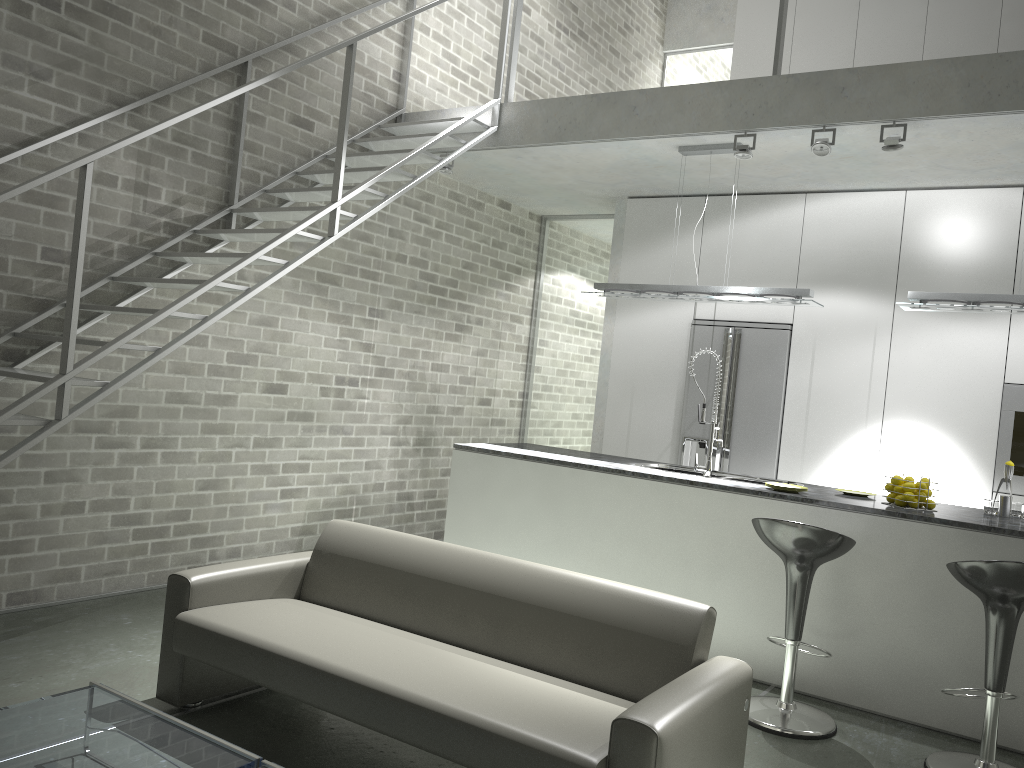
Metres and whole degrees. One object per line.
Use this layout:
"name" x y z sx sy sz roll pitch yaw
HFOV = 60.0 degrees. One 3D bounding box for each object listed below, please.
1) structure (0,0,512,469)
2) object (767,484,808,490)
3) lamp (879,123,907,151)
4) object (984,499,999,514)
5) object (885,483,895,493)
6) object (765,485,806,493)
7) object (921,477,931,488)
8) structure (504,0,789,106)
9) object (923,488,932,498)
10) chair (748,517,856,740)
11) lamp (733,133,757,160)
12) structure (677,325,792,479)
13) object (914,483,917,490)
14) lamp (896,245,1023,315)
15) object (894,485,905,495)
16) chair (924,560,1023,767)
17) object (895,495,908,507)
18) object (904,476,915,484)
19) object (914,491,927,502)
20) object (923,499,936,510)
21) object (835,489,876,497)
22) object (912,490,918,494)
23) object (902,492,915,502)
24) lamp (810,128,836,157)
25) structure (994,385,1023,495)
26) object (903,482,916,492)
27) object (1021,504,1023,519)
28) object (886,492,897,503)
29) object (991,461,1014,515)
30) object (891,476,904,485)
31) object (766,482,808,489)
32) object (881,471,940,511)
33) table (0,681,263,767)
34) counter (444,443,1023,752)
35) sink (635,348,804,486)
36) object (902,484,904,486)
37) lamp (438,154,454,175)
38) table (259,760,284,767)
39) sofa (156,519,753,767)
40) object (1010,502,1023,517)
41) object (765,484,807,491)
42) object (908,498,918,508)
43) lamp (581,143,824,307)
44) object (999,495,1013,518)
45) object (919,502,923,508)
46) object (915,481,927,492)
"structure" -1.739 -0.904 4.495 0.902 4.246 4.345 6 0 33
"object" 1.454 0.550 4.700 0.217 0.017 0.216 6 0 -25
"lamp" 2.035 -1.309 4.736 0.115 0.151 0.115 6 0 -14
"object" 2.490 0.638 4.605 0.064 0.070 0.063 6 0 -19
"object" 1.949 0.535 4.559 0.053 0.051 0.063 6 0 -8
"object" 1.453 0.559 4.700 0.217 0.017 0.216 6 0 -25
"object" 2.097 0.505 4.502 0.050 0.060 0.059 6 0 22
"structure" 2.335 -2.141 4.591 5.560 0.972 0.070 6 0 33
"object" 2.093 0.554 4.482 0.061 0.054 0.053 6 0 -21
"chair" 1.289 1.070 4.037 0.464 0.931 0.457 6 0 -43
"lamp" 1.352 -1.387 5.162 0.109 0.136 0.109 6 0 -15
"structure" 1.620 0.529 6.641 0.743 1.900 0.160 6 0 33
"object" 2.061 0.531 4.522 0.055 0.051 0.061 6 0 17
"lamp" 2.823 -0.838 4.508 1.490 0.964 0.290 6 0 33
"object" 1.969 0.539 4.501 0.062 0.053 0.052 6 0 -5
"chair" 1.956 1.139 3.566 0.457 0.931 0.464 6 0 14
"object" 1.972 0.591 4.484 0.064 0.063 0.074 6 0 43
"object" 2.022 0.496 4.514 0.051 0.053 0.063 6 0 24
"object" 2.045 0.564 4.446 0.061 0.055 0.051 6 0 2
"object" 2.098 0.605 4.458 0.062 0.052 0.053 6 0 -28
"object" 1.897 0.604 4.896 0.217 0.017 0.216 6 0 -32
"object" 2.031 0.559 4.473 0.051 0.053 0.062 6 0 31
"object" 1.978 0.564 4.428 0.061 0.054 0.052 6 0 0
"lamp" 1.720 -1.341 4.914 0.115 0.151 0.115 6 0 -15
"structure" 3.401 0.375 5.480 0.692 0.680 0.036 6 0 33
"object" 1.993 0.519 4.452 0.061 0.052 0.053 6 0 36
"object" 2.633 0.653 4.517 0.064 0.070 0.063 6 0 41
"object" 1.949 0.582 4.540 0.060 0.057 0.052 6 0 25
"object" 2.520 0.532 4.499 0.088 0.288 0.101 6 0 -27
"object" 1.963 0.493 4.518 0.053 0.051 0.063 6 0 -20
"object" 1.455 0.545 4.700 0.217 0.017 0.216 6 0 -25
"object" 2.027 0.539 4.510 0.189 0.174 0.207 6 0 -12
"table" -1.280 1.145 2.436 0.820 0.270 0.800 6 0 33
"counter" 1.661 1.071 4.840 4.400 0.960 0.900 6 0 33
"sink" 1.238 0.314 5.291 0.987 1.023 0.546 6 0 33
"object" 2.004 0.539 4.545 0.064 0.053 0.051 6 0 25
"lamp" 2.882 -1.234 6.480 6.854 0.136 0.110 6 0 -2
"table" -0.578 1.218 1.983 0.820 0.270 0.800 6 0 33
"sofa" -0.292 1.019 3.242 2.114 0.717 0.902 6 0 33
"object" 2.619 0.651 4.609 0.064 0.070 0.063 6 0 -19
"object" 1.454 0.555 4.700 0.217 0.017 0.216 6 0 -25
"object" 2.013 0.596 4.443 0.051 0.053 0.063 6 0 31
"lamp" 1.203 -1.006 5.554 1.490 0.964 0.290 6 0 33
"object" 2.498 0.621 4.492 0.060 0.106 0.060 6 0 26
"object" 2.062 0.603 4.506 0.061 0.055 0.050 6 0 -22
"object" 2.052 0.514 4.451 0.051 0.053 0.063 6 0 36
